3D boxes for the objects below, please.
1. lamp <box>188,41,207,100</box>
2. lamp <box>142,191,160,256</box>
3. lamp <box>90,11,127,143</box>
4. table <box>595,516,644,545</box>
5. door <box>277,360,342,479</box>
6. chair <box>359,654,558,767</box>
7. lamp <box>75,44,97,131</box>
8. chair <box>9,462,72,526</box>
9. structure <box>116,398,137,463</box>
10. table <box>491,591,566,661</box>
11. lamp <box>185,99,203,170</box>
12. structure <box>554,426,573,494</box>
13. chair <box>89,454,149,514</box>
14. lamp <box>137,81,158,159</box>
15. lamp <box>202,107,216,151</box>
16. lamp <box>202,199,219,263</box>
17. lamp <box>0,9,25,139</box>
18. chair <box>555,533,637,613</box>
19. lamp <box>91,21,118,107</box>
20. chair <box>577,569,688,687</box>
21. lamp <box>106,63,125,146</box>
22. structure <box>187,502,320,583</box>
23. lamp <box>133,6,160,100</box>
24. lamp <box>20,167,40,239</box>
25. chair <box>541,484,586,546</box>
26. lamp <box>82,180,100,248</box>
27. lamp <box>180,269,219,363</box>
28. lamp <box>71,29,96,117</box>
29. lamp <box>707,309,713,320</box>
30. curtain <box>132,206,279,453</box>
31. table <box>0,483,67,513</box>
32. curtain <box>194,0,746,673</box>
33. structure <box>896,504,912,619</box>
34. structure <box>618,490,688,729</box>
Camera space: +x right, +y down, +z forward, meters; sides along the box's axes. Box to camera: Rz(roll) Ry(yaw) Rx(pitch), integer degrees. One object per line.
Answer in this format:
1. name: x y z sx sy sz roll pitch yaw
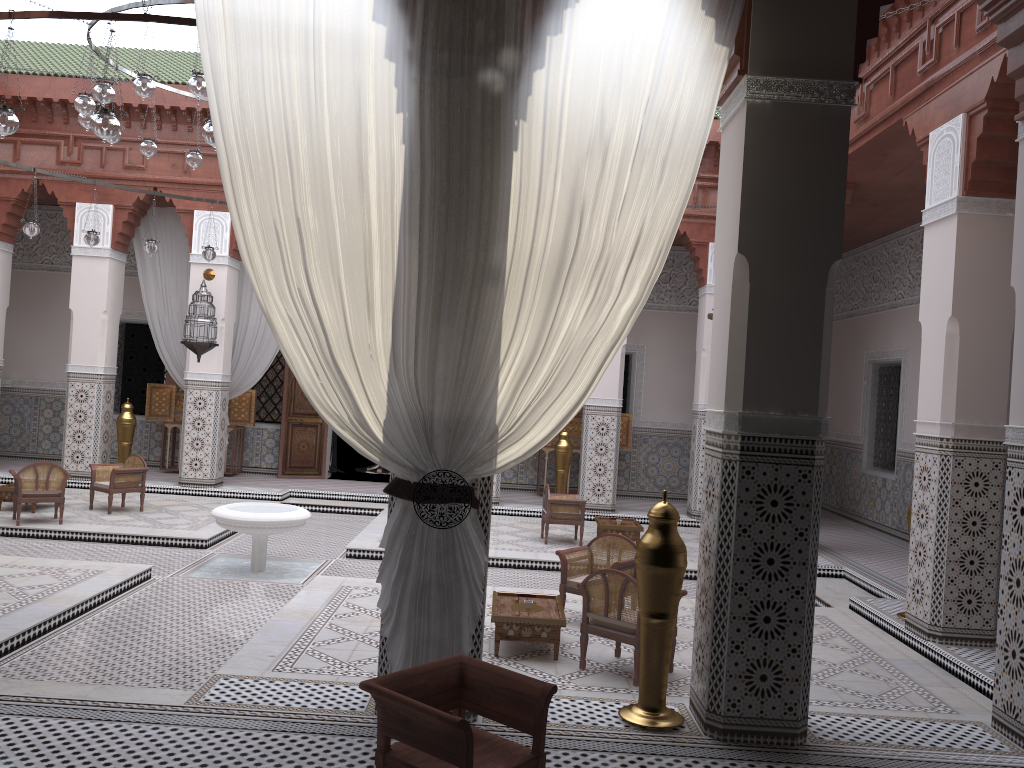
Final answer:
1. lamp: -1.140 -1.222 3.228 0.091 0.371 0.090 3 0 25
2. lamp: -2.040 -0.909 5.031 0.090 0.371 0.091 4 0 15
3. lamp: -1.149 -0.867 2.505 0.091 0.371 0.090 4 0 15
4. table: 0.578 0.813 4.843 0.229 0.142 0.330 4 0 0
5. door: -1.060 0.002 6.716 1.244 1.461 0.419 4 0 0
6. chair: -0.097 0.641 1.532 0.234 0.252 0.259 3 0 39
7. lamp: -1.799 -1.260 3.777 0.090 0.371 0.091 4 0 5
8. chair: -2.370 0.537 4.447 0.263 0.313 0.208 4 0 -34
9. structure: -2.532 0.360 5.808 0.156 0.539 0.156 4 0 -28
10. table: 0.047 0.767 2.841 0.229 0.142 0.330 4 0 0
11. lamp: -1.565 -1.242 4.386 0.090 0.371 0.091 4 0 5
12. structure: 0.331 0.542 5.819 0.156 0.539 0.156 4 0 5
13. chair: -2.195 0.551 4.944 0.263 0.313 0.208 3 0 36
14. lamp: -1.723 -1.253 4.212 0.090 0.371 0.091 4 0 -20
15. lamp: -0.839 -0.848 2.518 0.091 0.371 0.090 4 0 15
16. lamp: -1.756 -0.890 5.169 0.090 0.371 0.091 3 0 35
17. lamp: -1.456 -0.887 2.538 0.091 0.371 0.090 3 0 35
18. chair: 0.314 0.700 3.171 0.263 0.313 0.208 3 0 36
19. lamp: -1.560 -1.248 3.395 0.090 0.371 0.091 4 0 -35
20. chair: 0.351 0.699 2.643 0.263 0.313 0.208 3 0 40
21. lamp: -1.798 -1.259 4.008 0.090 0.371 0.091 3 0 25
22. structure: -1.130 0.710 3.969 0.528 0.310 0.501 4 0 0
23. lamp: -1.361 -1.236 3.281 0.091 0.371 0.090 3 0 35
24. lamp: -2.496 -0.940 4.615 0.090 0.371 0.091 4 0 -5
25. chair: 0.278 0.708 4.837 0.208 0.313 0.263 4 0 -4
26. lamp: -2.289 -0.926 4.845 0.090 0.371 0.091 4 0 5
27. lamp: -1.969 -0.444 5.629 0.216 0.618 0.217 4 0 0
28. lamp: -1.714 -1.256 3.566 0.090 0.371 0.091 4 0 -15
29. lamp: 0.647 -0.333 2.361 0.216 0.552 0.221 4 0 0
30. curtain: -1.999 -0.297 6.009 1.304 1.761 0.048 4 0 0
31. table: -2.622 0.610 4.830 0.229 0.142 0.330 4 0 0
32. curtain: -0.139 -0.204 1.941 1.304 1.761 0.137 4 0 0
33. structure: 1.531 0.603 3.299 0.156 0.539 0.156 4 0 -40
34. structure: 0.347 0.520 2.104 0.156 0.539 0.156 4 0 17
